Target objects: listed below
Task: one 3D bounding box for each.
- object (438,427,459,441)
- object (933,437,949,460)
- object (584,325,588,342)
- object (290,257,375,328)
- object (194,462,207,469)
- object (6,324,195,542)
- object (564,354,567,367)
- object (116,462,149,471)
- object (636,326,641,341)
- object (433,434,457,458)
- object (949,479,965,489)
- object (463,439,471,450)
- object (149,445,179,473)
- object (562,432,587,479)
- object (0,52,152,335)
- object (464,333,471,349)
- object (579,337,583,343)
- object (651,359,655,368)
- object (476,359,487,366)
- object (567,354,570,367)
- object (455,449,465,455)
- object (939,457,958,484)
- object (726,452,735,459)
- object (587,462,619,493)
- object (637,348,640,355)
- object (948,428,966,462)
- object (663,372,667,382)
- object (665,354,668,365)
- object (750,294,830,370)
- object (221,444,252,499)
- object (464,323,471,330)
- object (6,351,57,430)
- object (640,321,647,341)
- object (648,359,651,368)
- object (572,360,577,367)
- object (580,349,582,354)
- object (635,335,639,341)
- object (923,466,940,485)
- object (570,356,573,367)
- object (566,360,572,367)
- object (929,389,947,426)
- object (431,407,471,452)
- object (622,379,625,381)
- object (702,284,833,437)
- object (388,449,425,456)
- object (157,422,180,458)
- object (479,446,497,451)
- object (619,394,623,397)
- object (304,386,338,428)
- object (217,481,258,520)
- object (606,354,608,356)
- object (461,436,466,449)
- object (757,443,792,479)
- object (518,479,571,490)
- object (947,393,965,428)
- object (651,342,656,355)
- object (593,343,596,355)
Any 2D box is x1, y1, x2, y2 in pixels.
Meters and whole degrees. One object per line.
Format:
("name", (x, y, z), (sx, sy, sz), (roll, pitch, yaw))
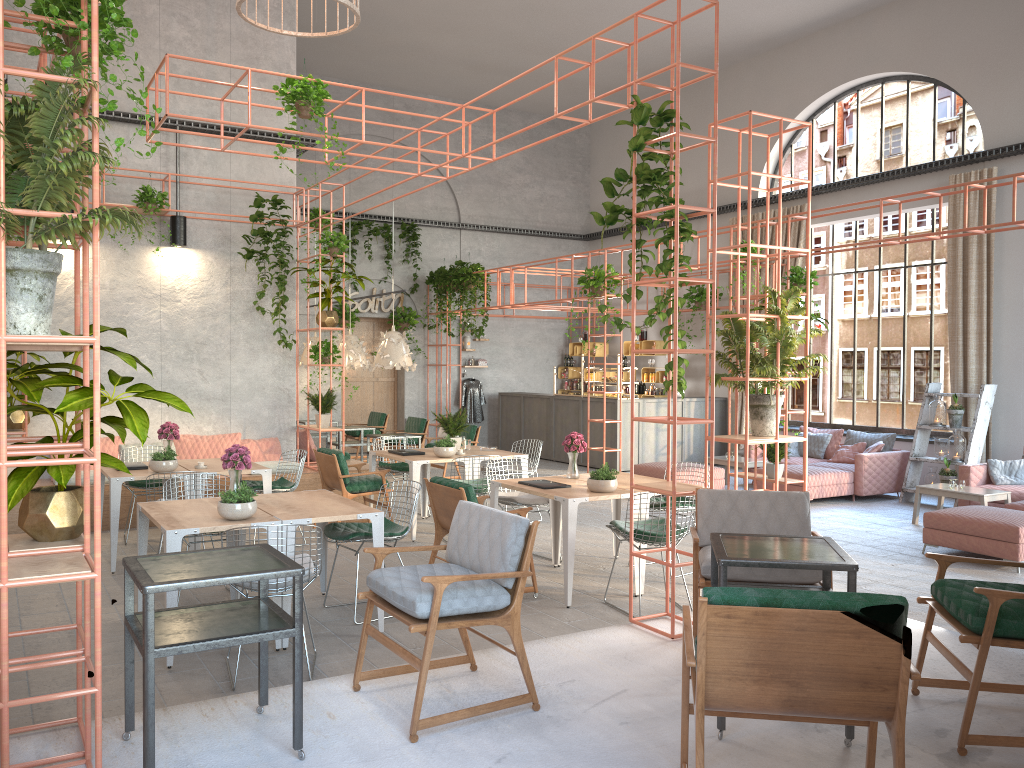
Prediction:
("object", (-0.730, 0.614, 10.204), (0.241, 0.313, 0.241), (1, 1, 14))
("object", (5.704, 0.855, 11.774), (0.223, 0.297, 0.223), (0, 1, -11))
("object", (1.612, -1.081, 19.068), (0.134, 0.386, 0.134), (0, 1, 3))
("object", (-2.246, -1.175, 11.098), (0.934, 0.947, 0.903), (1, 1, 21))
("object", (-2.920, 0.757, 8.322), (0.115, 0.078, 0.115), (0, 1, -25))
("object", (-1.869, 0.198, 3.734), (0.934, 0.923, 0.903), (1, 1, 26))
("object", (1.183, -0.524, 19.533), (0.066, 0.291, 0.066), (1, 2, 29))
("object", (-3.593, 0.773, 8.340), (0.268, 0.031, 0.427), (0, 2, -31))
("object", (2.524, -1.000, 17.601), (0.134, 0.301, 0.134), (-1, 2, -42))
("object", (-0.716, 0.656, 9.443), (0.248, 0.247, 0.254), (0, 2, -31))
("object", (5.039, 1.167, 10.106), (0.199, 0.145, 0.156), (0, 1, -16))
("object", (-0.517, 0.699, 10.176), (0.095, 0.119, 0.095), (0, 1, -6))
("object", (-3.145, 0.676, 8.004), (0.248, 0.247, 0.254), (0, 2, -31))
("object", (0.552, 0.629, 7.837), (0.213, 0.414, 0.225), (-1, 2, -38))
("object", (-1.805, -0.727, 3.272), (0.894, 1.101, 0.900), (1, 1, 23))
("object", (-0.932, -0.899, 18.529), (0.136, 0.336, 0.145), (0, 1, -17))
("object", (1.474, -0.950, 19.025), (0.088, 0.123, 0.088), (1, 1, 26))
("object", (2.701, -0.391, 17.001), (0.083, 0.159, 0.083), (1, 1, 14))
("object", (-0.641, -0.453, 18.718), (0.219, 0.149, 0.129), (0, 2, -31))
("object", (1.249, -0.525, 19.573), (0.066, 0.291, 0.066), (0, 1, -24))
("object", (-0.568, 0.738, 9.715), (0.115, 0.078, 0.115), (0, 1, -25))
("object", (5.662, 1.187, 11.510), (0.236, 0.464, 0.225), (1, 2, 37))
("object", (3.237, 1.086, 13.146), (0.199, 0.145, 0.156), (0, 1, -16))
("object", (0.718, 0.744, 7.059), (0.247, 0.247, 0.252), (0, 2, -31))
("object", (2.502, -0.634, 17.368), (0.123, 0.142, 0.141), (0, 2, -31))
("object", (5.798, 0.794, 11.552), (0.219, 0.430, 0.216), (-1, 2, -37))
("object", (2.913, -0.125, 16.669), (0.131, 0.207, 0.131), (1, 1, 14))
("object", (2.942, -0.443, 16.837), (0.075, 0.273, 0.075), (-1, 2, -42))
("object", (3.189, -0.621, 10.293), (0.923, 0.946, 0.924), (1, 1, 25))
("object", (-1.969, 0.637, 6.343), (0.213, 0.414, 0.225), (-1, 2, -38))
("object", (-0.931, -1.203, 18.513), (0.133, 0.145, 0.133), (1, 1, 21))
("object", (-5.269, 0.021, 9.370), (0.934, 0.919, 0.903), (1, 2, 31))
("object", (2.591, -1.037, 17.417), (0.134, 0.386, 0.134), (-1, 2, -42))
("object", (2.654, -0.394, 17.080), (0.083, 0.159, 0.083), (1, 1, 14))
("object", (1.362, -0.451, 19.517), (0.115, 0.147, 0.115), (1, 1, 14))
("object", (1.523, -0.677, 19.019), (0.123, 0.142, 0.141), (0, 2, -31))
("object", (2.452, -0.906, 17.374), (0.088, 0.123, 0.088), (1, 1, 26))
("object", (5.560, 1.256, 11.739), (0.208, 0.320, 0.192), (0, 1, -25))
("object", (1.320, -0.525, 19.612), (0.066, 0.291, 0.066), (1, 1, 9))
("object", (1.249, -0.450, 19.450), (0.115, 0.147, 0.115), (1, 1, 14))
("object", (5.740, 0.313, 11.953), (0.216, 0.500, 0.216), (0, 1, 1))
("object", (-0.666, 0.504, 9.880), (0.438, 0.527, 0.368), (0, 2, -31))
("object", (1.916, -0.081, 15.588), (0.152, 0.058, 0.095), (-1, 2, -40))
("object", (1.858, -0.166, 6.519), (0.894, 1.100, 0.900), (0, 1, -2))
("object", (-1.164, 0.753, 9.779), (0.268, 0.031, 0.427), (0, 2, -31))
("object", (-3.366, 0.574, 8.700), (0.213, 0.414, 0.225), (-1, 2, -38))
("object", (-0.276, 0.740, 10.188), (0.218, 0.041, 0.218), (0, 1, -22))
("object", (1.871, 0.173, 15.625), (0.073, 0.104, 0.240), (1, 2, 41))
("object", (-2.385, 0.291, 11.151), (0.438, 0.527, 0.368), (0, 2, -31))
("object", (-1.751, 0.738, 5.652), (0.247, 0.247, 0.252), (0, 2, -31))
("object", (1.963, -0.487, 18.489), (0.075, 0.273, 0.075), (1, 1, 26))
("object", (-0.656, 0.682, 10.342), (0.165, 0.154, 0.210), (-1, 2, -41))
("object", (3.074, 0.844, 10.368), (0.438, 0.527, 0.368), (0, 2, -31))
("object", (0.270, 0.841, 7.394), (0.268, 0.031, 0.427), (0, 2, -31))
("object", (5.869, 0.342, 11.729), (0.212, 0.457, 0.217), (0, 1, -14))
("object", (2.749, -0.684, 17.072), (0.137, 0.261, 0.137), (0, 1, 5))
("object", (1.771, -0.728, 18.723), (0.137, 0.261, 0.137), (0, 1, 5))
